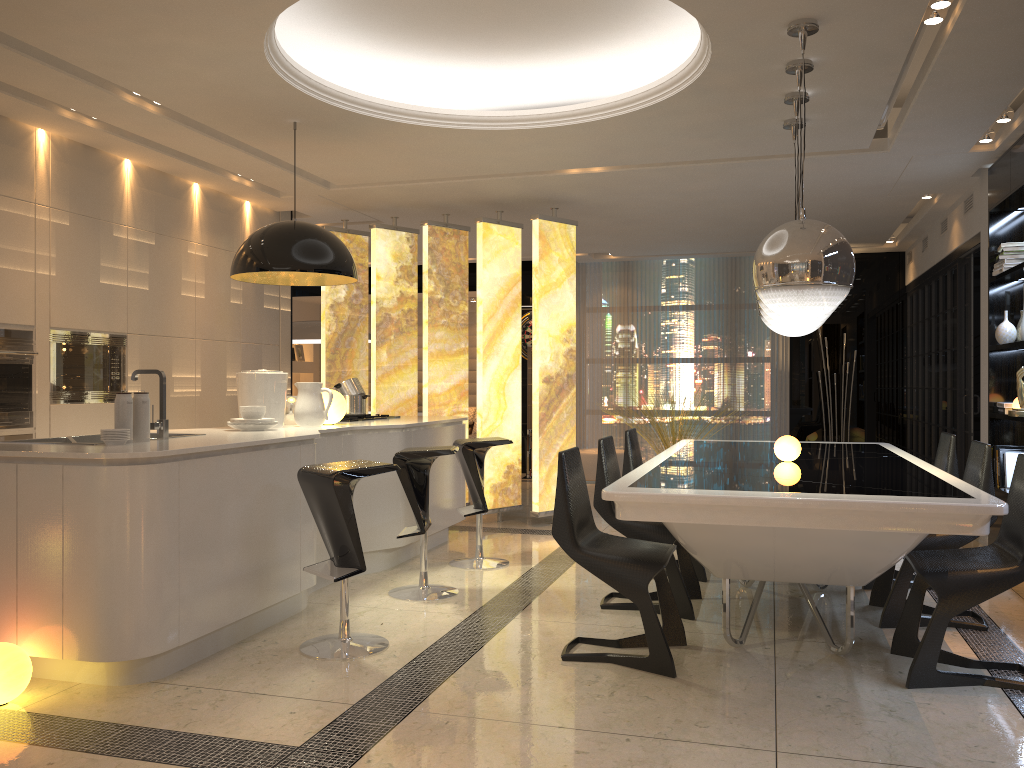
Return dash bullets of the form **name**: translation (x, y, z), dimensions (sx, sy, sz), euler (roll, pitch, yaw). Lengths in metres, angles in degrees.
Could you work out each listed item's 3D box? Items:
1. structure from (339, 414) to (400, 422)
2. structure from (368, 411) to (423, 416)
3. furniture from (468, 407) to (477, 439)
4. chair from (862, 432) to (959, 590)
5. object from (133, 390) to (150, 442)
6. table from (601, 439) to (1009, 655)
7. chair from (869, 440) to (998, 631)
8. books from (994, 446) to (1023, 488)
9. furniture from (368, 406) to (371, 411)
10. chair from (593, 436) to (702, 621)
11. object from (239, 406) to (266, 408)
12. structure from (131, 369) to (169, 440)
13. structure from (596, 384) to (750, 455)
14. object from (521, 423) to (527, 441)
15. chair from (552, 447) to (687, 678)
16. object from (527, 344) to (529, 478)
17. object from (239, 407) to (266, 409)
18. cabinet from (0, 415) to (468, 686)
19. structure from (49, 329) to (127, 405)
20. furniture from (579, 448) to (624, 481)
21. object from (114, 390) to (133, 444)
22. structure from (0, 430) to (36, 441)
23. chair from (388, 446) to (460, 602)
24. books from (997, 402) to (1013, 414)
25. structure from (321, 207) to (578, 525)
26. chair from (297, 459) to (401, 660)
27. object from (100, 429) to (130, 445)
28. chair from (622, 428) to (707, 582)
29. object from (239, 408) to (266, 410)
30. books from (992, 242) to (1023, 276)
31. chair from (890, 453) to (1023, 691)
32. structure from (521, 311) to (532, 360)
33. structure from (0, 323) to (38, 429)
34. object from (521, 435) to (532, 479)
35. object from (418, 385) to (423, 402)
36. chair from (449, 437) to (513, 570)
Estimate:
- **structure**: translation (-1.171, 0.234, 6.205), dimensions (0.502, 0.026, 0.811), euler (0, 0, 16)
- **structure**: translation (-2.221, 0.723, 9.917), dimensions (2.912, 0.812, 1.659), euler (0, 0, 16)
- **furniture**: translation (-0.598, 0.727, 12.039), dimensions (1.312, 0.810, 1.107), euler (0, 0, 16)
- **chair**: translation (2.229, 0.703, 5.034), dimensions (0.496, 0.858, 0.523), euler (0, 0, 16)
- **object**: translation (-1.580, 0.136, 3.780), dimensions (0.071, 0.219, 0.071), euler (0, 0, -7)
- **table**: translation (1.342, 0.752, 4.349), dimensions (1.293, 0.759, 3.031), euler (0, 0, 16)
- **chair**: translation (2.003, 0.703, 4.260), dimensions (0.496, 0.858, 0.523), euler (0, 0, 16)
- **books**: translation (3.368, 0.556, 5.941), dimensions (0.210, 0.270, 0.236), euler (0, 0, 16)
- **furniture**: translation (-2.429, 0.727, 12.574), dimensions (1.312, 0.810, 1.107), euler (0, 0, 16)
- **chair**: translation (0.701, 0.703, 4.530), dimensions (0.496, 0.858, 0.523), euler (0, 0, 16)
- **object**: translation (-1.379, 0.144, 4.716), dimensions (0.138, 0.051, 0.138), euler (0, 0, -26)
- **structure**: translation (-1.620, 0.090, 3.916), dimensions (0.177, 0.310, 0.089), euler (0, 0, 16)
- **structure**: translation (1.801, 0.561, 9.918), dimensions (1.275, 1.142, 1.282), euler (0, 0, -27)
- **object**: translation (0.251, 0.630, 10.805), dimensions (0.330, 0.297, 0.032), euler (0, 0, 16)
- **chair**: translation (0.458, 0.703, 3.698), dimensions (0.496, 0.858, 0.523), euler (0, 0, 16)
- **object**: translation (0.191, 0.328, 10.595), dimensions (0.027, 1.605, 0.026), euler (0, 0, -36)
- **object**: translation (-1.379, 0.149, 4.716), dimensions (0.138, 0.051, 0.138), euler (0, 0, -26)
- **cabinet**: translation (-1.303, 0.689, 5.045), dimensions (1.046, 0.887, 3.752), euler (0, 0, 16)
- **structure**: translation (-2.885, -0.102, 5.687), dimensions (0.446, 0.450, 0.659), euler (0, 0, 16)
- **furniture**: translation (1.025, 0.952, 10.572), dimensions (0.735, 0.357, 0.735), euler (0, 0, 18)
- **object**: translation (-1.610, 0.136, 3.677), dimensions (0.071, 0.219, 0.071), euler (0, 0, 7)
- **structure**: translation (-3.106, 0.566, 4.975), dimensions (0.595, 0.597, 0.609), euler (0, 0, 16)
- **chair**: translation (-0.477, 0.737, 4.795), dimensions (0.380, 0.789, 0.380), euler (0, 0, -1)
- **books**: translation (3.353, 0.162, 5.875), dimensions (0.209, 0.073, 0.266), euler (0, 0, 20)
- **structure**: translation (-0.552, -0.144, 7.429), dimensions (2.180, 2.555, 0.448), euler (0, 0, 16)
- **chair**: translation (-0.721, 0.737, 3.821), dimensions (0.380, 0.789, 0.380), euler (0, 0, -41)
- **object**: translation (-1.604, 0.215, 3.587), dimensions (0.111, 0.062, 0.111), euler (0, 0, 38)
- **chair**: translation (0.940, 0.703, 5.345), dimensions (0.496, 0.858, 0.523), euler (0, 0, 16)
- **object**: translation (-1.379, 0.155, 4.716), dimensions (0.138, 0.051, 0.138), euler (0, 0, -26)
- **books**: translation (3.347, -0.829, 5.885), dimensions (0.259, 0.188, 0.302), euler (0, 0, 23)
- **chair**: translation (1.765, 0.703, 3.444), dimensions (0.496, 0.858, 0.523), euler (0, 0, 16)
- **structure**: translation (0.330, -0.598, 11.171), dimensions (0.669, 0.669, 0.048), euler (0, 0, 16)
- **structure**: translation (-3.106, -0.043, 4.975), dimensions (0.595, 0.597, 0.609), euler (0, 0, 16)
- **object**: translation (0.225, 0.878, 10.715), dimensions (0.261, 0.508, 0.325), euler (0, 0, 16)
- **object**: translation (-1.217, 0.325, 12.541), dimensions (0.390, 0.718, 0.388), euler (0, 0, 8)
- **chair**: translation (-0.205, 0.737, 5.584), dimensions (0.380, 0.789, 0.380), euler (0, 0, -16)
